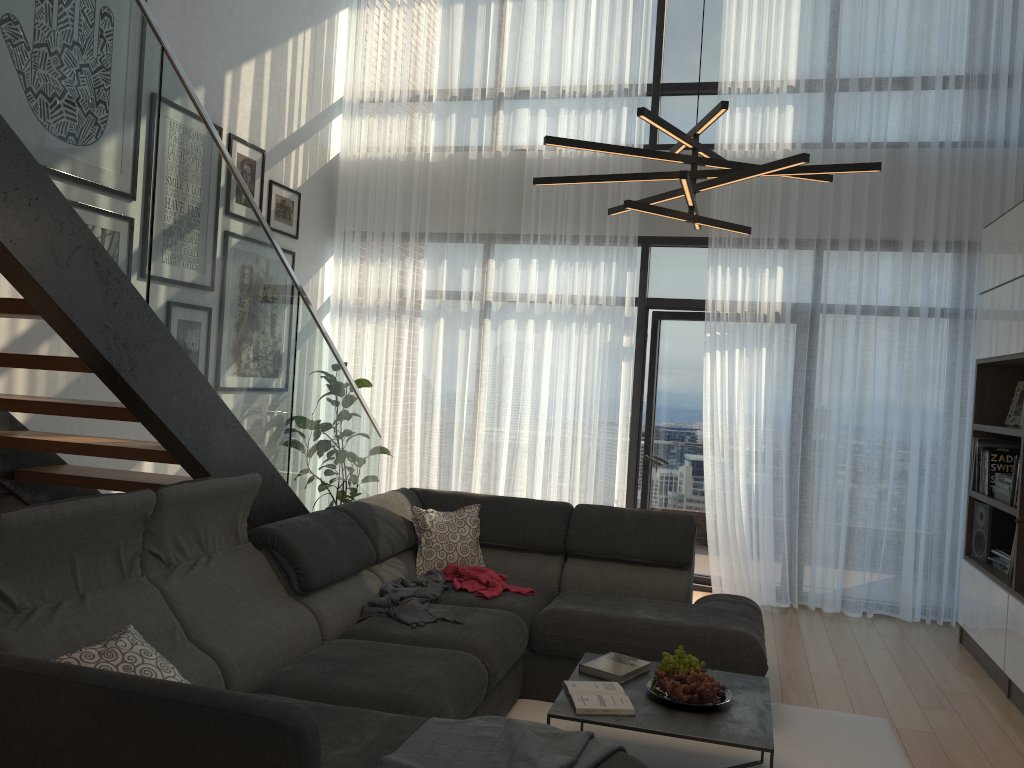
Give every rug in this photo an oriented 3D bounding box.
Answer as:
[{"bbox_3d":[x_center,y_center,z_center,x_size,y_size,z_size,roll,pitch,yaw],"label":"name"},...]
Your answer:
[{"bbox_3d":[0.589,1.423,2.934,1.606,0.013,2.496,4,0,15],"label":"rug"}]

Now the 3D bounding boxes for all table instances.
[{"bbox_3d":[0.531,1.243,3.096,0.700,0.323,0.700,4,0,15],"label":"table"}]

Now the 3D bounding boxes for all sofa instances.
[{"bbox_3d":[-0.083,0.892,3.417,2.108,0.995,3.169,4,0,15],"label":"sofa"}]

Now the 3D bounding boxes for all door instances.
[{"bbox_3d":[1.493,0.472,6.385,1.118,1.976,0.206,4,0,25],"label":"door"}]

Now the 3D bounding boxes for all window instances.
[{"bbox_3d":[1.095,-2.909,6.421,4.808,2.500,0.119,4,0,15],"label":"window"},{"bbox_3d":[0.906,0.185,6.432,4.808,2.501,0.119,4,0,15],"label":"window"}]

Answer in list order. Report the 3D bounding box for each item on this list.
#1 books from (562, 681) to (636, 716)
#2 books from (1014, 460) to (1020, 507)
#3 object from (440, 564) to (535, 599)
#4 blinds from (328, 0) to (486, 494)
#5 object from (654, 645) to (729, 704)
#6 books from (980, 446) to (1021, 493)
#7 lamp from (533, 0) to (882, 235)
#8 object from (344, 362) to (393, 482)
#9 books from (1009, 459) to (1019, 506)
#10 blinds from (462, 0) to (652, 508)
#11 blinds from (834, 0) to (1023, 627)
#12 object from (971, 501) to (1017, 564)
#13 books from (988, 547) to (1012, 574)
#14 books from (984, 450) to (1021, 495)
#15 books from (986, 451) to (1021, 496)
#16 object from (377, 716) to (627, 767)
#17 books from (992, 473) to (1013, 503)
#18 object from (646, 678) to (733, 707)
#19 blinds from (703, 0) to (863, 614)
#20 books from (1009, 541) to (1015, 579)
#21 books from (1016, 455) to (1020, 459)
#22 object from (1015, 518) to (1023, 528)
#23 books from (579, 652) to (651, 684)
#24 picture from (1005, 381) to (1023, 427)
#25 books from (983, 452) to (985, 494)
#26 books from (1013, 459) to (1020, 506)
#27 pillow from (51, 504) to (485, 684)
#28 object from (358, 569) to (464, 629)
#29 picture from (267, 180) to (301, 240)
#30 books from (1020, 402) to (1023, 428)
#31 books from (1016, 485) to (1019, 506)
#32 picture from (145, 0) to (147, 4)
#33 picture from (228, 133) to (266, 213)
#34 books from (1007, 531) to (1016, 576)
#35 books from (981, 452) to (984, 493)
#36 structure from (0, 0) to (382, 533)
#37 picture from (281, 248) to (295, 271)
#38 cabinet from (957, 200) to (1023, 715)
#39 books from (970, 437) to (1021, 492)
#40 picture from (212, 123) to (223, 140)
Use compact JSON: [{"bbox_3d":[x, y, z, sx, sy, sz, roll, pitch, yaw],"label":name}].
[{"bbox_3d":[0.290,1.055,3.000,0.199,0.025,0.294,3,0,-6],"label":"books"},{"bbox_3d":[2.622,0.503,4.435,0.179,0.243,0.071,4,0,14],"label":"books"},{"bbox_3d":[-0.177,0.936,4.271,0.323,0.077,0.536,3,0,-41],"label":"object"},{"bbox_3d":[-0.776,-1.474,6.639,1.223,5.581,0.218,4,0,12],"label":"blinds"},{"bbox_3d":[0.622,1.003,3.068,0.256,0.173,0.279,4,0,12],"label":"object"},{"bbox_3d":[2.806,0.500,5.102,0.202,0.268,0.053,4,0,14],"label":"books"},{"bbox_3d":[0.728,-2.378,3.056,1.200,3.645,0.831,4,0,25],"label":"lamp"},{"bbox_3d":[-1.306,0.568,6.390,0.528,1.463,0.774,4,0,35],"label":"object"},{"bbox_3d":[2.623,0.506,4.487,0.172,0.242,0.069,4,0,16],"label":"books"},{"bbox_3d":[0.277,-1.409,6.387,1.374,5.581,0.218,4,0,13],"label":"blinds"},{"bbox_3d":[2.699,-1.259,5.745,1.163,5.581,0.218,4,0,12],"label":"blinds"},{"bbox_3d":[2.826,0.862,5.125,0.244,0.331,0.214,3,0,5],"label":"object"},{"bbox_3d":[2.745,0.974,4.845,0.204,0.099,0.325,4,0,15],"label":"books"},{"bbox_3d":[2.771,0.506,5.000,0.193,0.255,0.066,4,0,14],"label":"books"},{"bbox_3d":[2.751,0.507,4.939,0.191,0.249,0.083,4,0,15],"label":"books"},{"bbox_3d":[-0.031,1.102,2.350,0.548,0.369,0.685,4,0,23],"label":"object"},{"bbox_3d":[2.750,0.563,4.716,0.277,0.137,0.343,4,0,15],"label":"books"},{"bbox_3d":[0.612,1.073,3.076,0.295,0.026,0.295,4,0,9],"label":"object"},{"bbox_3d":[1.821,-1.314,5.895,0.858,5.579,0.589,3,0,-8],"label":"blinds"},{"bbox_3d":[2.700,0.878,4.570,0.210,0.289,0.100,4,0,14],"label":"books"},{"bbox_3d":[2.656,0.497,4.501,0.197,0.260,0.066,4,0,15],"label":"books"},{"bbox_3d":[2.508,0.714,3.926,0.317,0.598,0.542,3,0,-39],"label":"object"},{"bbox_3d":[0.386,1.057,3.311,0.179,0.029,0.225,4,0,38],"label":"books"},{"bbox_3d":[2.972,0.115,5.124,0.114,0.270,0.216,3,0,-4],"label":"picture"},{"bbox_3d":[2.768,0.511,5.031,0.169,0.242,0.050,4,0,14],"label":"books"},{"bbox_3d":[2.642,0.499,4.457,0.192,0.254,0.075,4,0,14],"label":"books"},{"bbox_3d":[-0.688,0.796,3.468,0.386,0.364,2.734,4,0,19],"label":"pillow"},{"bbox_3d":[-0.464,0.946,3.921,0.411,0.118,0.905,3,0,-9],"label":"object"},{"bbox_3d":[-1.576,-1.198,6.126,0.025,0.333,0.410,4,0,15],"label":"picture"},{"bbox_3d":[2.797,0.092,4.607,0.185,0.299,0.367,4,0,15],"label":"books"},{"bbox_3d":[2.624,0.501,4.395,0.191,0.249,0.084,4,0,15],"label":"books"},{"bbox_3d":[-2.160,-1.804,3.775,0.028,1.678,1.785,4,0,15],"label":"picture"},{"bbox_3d":[-1.698,-1.288,5.644,0.025,0.504,0.410,4,0,15],"label":"picture"},{"bbox_3d":[2.731,0.882,4.615,0.232,0.284,0.142,4,0,15],"label":"books"},{"bbox_3d":[2.793,0.515,5.072,0.189,0.240,0.053,4,0,15],"label":"books"},{"bbox_3d":[-2.025,-0.228,2.501,1.289,3.460,5.660,4,0,15],"label":"structure"},{"bbox_3d":[-1.686,-0.446,5.871,0.025,0.990,0.871,4,0,15],"label":"picture"},{"bbox_3d":[2.389,0.289,3.337,0.338,2.494,4.036,4,0,15],"label":"cabinet"},{"bbox_3d":[2.835,0.479,5.188,0.259,0.321,0.128,4,0,15],"label":"books"},{"bbox_3d":[-1.868,-1.057,5.042,0.025,0.990,0.654,4,0,15],"label":"picture"}]
